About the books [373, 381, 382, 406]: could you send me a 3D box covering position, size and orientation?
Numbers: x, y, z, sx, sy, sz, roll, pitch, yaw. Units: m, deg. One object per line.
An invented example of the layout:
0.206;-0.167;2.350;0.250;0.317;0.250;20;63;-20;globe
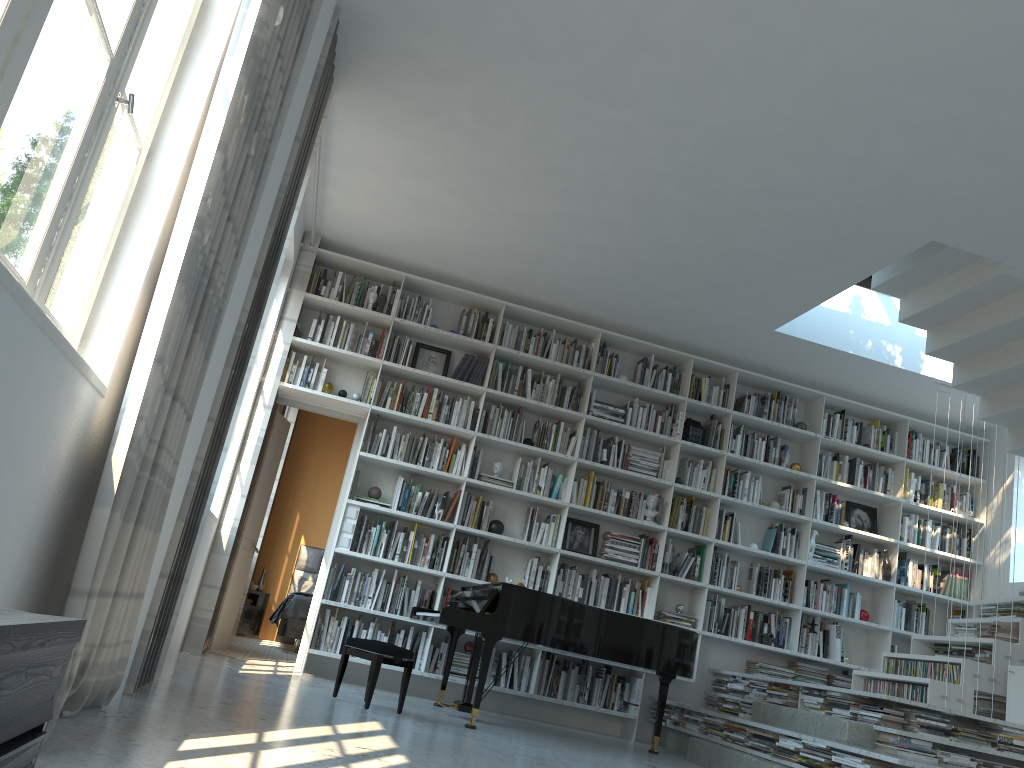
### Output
-1.071;0.108;7.002;0.022;0.232;0.151;15;-16;-10;books

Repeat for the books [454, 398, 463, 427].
-0.447;0.257;7.111;0.022;0.262;0.175;15;-16;-10;books

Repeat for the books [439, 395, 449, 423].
-0.563;0.233;7.108;0.029;0.260;0.158;15;-16;-10;books

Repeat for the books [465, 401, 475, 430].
-0.352;0.283;7.131;0.035;0.263;0.178;15;-16;-10;books

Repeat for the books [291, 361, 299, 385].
-1.688;-0.054;6.879;0.010;0.219;0.181;15;-16;-10;books

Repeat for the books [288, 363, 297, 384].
-1.711;-0.046;6.880;0.029;0.196;0.161;15;-16;-10;books

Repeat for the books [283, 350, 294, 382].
-1.745;-0.104;6.900;0.013;0.302;0.135;15;-16;-10;books

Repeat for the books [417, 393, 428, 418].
-0.728;0.198;7.069;0.047;0.237;0.163;15;-16;-10;books

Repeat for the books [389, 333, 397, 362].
-0.969;-0.255;7.118;0.006;0.288;0.144;15;-16;-10;books

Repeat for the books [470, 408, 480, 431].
-0.317;0.315;7.106;0.039;0.201;0.236;15;-16;-10;books

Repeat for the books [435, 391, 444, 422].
-0.598;0.210;7.102;0.025;0.285;0.161;15;-16;-10;books

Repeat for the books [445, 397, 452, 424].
-0.520;0.246;7.120;0.035;0.260;0.131;15;-16;-10;books

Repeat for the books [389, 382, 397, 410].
-0.957;0.123;7.027;0.010;0.262;0.151;15;-16;-10;books

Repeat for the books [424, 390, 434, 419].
-0.674;0.191;7.068;0.023;0.270;0.187;15;-16;-10;books

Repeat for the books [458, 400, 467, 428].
-0.417;0.270;7.139;0.024;0.265;0.155;15;-16;-10;books

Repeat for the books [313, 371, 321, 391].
-1.531;0.009;6.928;0.029;0.191;0.135;15;-16;-10;books

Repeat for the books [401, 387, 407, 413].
-0.862;0.157;7.048;0.047;0.249;0.134;15;-16;-10;books

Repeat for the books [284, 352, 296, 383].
-1.725;-0.095;6.879;0.023;0.281;0.171;15;-16;-10;books

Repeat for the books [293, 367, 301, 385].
-1.679;-0.027;6.901;0.029;0.184;0.135;15;-16;-10;books

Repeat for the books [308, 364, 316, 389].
-1.562;-0.025;6.911;0.010;0.233;0.165;15;-16;-10;books

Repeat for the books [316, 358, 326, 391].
-1.496;-0.040;6.927;0.013;0.298;0.179;15;-16;-10;books

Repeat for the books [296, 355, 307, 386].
-1.641;-0.069;6.903;0.022;0.280;0.157;15;-16;-10;books

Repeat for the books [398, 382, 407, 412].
-0.882;0.132;7.030;0.011;0.276;0.164;15;-16;-10;books

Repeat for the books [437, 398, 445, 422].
-0.582;0.238;7.087;0.013;0.231;0.172;15;-16;-10;books

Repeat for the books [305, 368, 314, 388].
-1.581;-0.012;6.896;0.024;0.192;0.181;15;-16;-10;books

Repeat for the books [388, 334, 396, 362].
-0.975;-0.252;7.112;0.005;0.276;0.147;15;-16;-10;books

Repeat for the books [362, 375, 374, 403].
-1.152;0.073;7.009;0.044;0.268;0.134;15;-16;-10;books

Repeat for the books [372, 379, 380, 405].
-1.087;0.095;7.010;0.012;0.253;0.161;15;-16;-10;books

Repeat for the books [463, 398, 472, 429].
-0.378;0.264;7.132;0.022;0.288;0.169;15;-16;-10;books

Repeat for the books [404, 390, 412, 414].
-0.837;0.175;7.055;0.012;0.230;0.150;15;-16;-10;books

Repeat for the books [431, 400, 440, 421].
-0.626;0.239;7.059;0.029;0.195;0.192;15;-16;-10;books

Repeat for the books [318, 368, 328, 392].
-1.481;0.003;6.906;0.029;0.210;0.187;15;-16;-10;books

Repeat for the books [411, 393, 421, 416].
-0.778;0.192;7.048;0.031;0.216;0.173;15;-16;-10;books

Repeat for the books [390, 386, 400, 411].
-0.940;0.143;7.022;0.030;0.229;0.172;15;-16;-10;books

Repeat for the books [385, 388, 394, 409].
-0.978;0.147;6.999;0.026;0.194;0.176;15;-16;-10;books

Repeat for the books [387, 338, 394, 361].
-0.984;-0.235;7.107;0.005;0.237;0.154;15;-16;-10;books

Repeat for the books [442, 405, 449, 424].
-0.547;0.274;7.101;0.022;0.185;0.137;15;-16;-10;books

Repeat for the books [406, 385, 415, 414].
-0.819;0.155;7.059;0.012;0.276;0.151;15;-16;-10;books

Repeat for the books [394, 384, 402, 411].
-0.917;0.138;7.027;0.014;0.252;0.187;15;-16;-10;books

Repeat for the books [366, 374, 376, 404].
-1.121;0.068;7.001;0.010;0.285;0.137;15;-16;-10;books

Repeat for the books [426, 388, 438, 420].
-0.646;0.190;7.069;0.030;0.285;0.185;15;-16;-10;books

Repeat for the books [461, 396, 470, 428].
-0.391;0.256;7.118;0.012;0.290;0.182;15;-16;-10;books

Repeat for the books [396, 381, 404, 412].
-0.899;0.129;7.038;0.020;0.280;0.165;15;-16;-10;books

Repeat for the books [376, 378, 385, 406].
-1.050;0.096;7.001;0.012;0.262;0.180;15;-16;-10;books

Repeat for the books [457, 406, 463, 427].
-0.439;0.291;7.119;0.013;0.205;0.172;15;-16;-10;books

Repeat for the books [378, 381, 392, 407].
-1.019;0.111;7.022;0.062;0.257;0.153;15;-16;-10;books

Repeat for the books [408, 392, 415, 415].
-0.810;0.183;7.042;0.014;0.217;0.164;15;-16;-10;books

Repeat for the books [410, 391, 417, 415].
-0.798;0.183;7.052;0.011;0.228;0.170;15;-16;-10;books

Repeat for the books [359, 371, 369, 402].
-1.172;0.054;6.986;0.012;0.284;0.160;15;-16;-10;books

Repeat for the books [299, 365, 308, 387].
-1.630;-0.028;6.914;0.023;0.213;0.141;15;-16;-10;books

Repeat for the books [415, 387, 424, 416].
-0.752;0.173;7.064;0.014;0.272;0.181;15;-16;-10;books

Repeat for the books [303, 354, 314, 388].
-1.585;-0.068;6.894;0.013;0.296;0.187;15;-16;-10;books

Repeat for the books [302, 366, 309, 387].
-1.610;-0.025;6.896;0.011;0.205;0.163;15;-16;-10;books

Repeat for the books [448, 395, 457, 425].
-0.492;0.238;7.110;0.012;0.280;0.188;15;-16;-10;books

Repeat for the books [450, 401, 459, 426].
-0.476;0.266;7.102;0.030;0.230;0.172;15;-16;-10;books

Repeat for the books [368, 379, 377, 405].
-1.104;0.093;6.962;0.021;0.224;0.232;15;-16;-10;books

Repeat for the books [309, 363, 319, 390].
-1.541;-0.028;6.891;0.021;0.236;0.189;15;-16;-10;books

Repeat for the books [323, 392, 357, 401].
-1.345;0.121;6.935;0.285;0.012;0.160;14;-17;-8;books

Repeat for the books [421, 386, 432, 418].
-0.693;0.176;7.086;0.014;0.303;0.152;15;-16;-10;books
